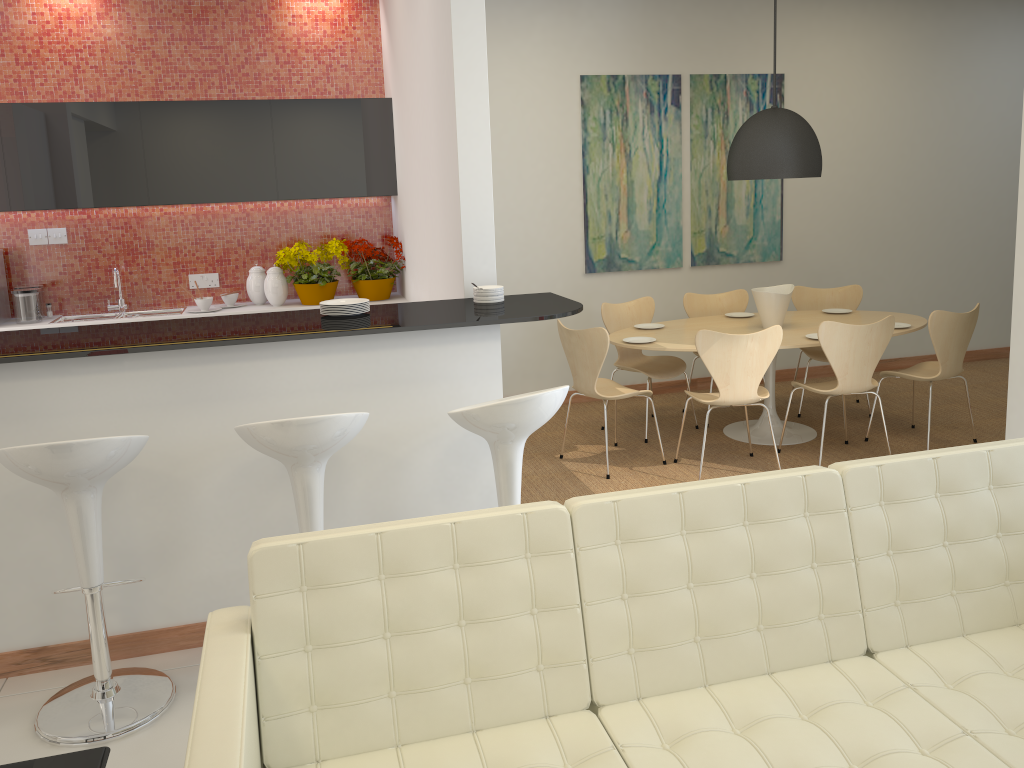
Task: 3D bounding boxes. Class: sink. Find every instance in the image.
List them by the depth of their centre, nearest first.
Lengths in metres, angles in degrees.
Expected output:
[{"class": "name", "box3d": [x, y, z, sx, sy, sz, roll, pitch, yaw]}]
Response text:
[{"class": "sink", "box3d": [-2.602, -0.505, 5.880, 0.809, 0.532, 0.420, -5, 11, -14]}]

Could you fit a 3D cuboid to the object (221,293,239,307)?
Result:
[{"class": "object", "box3d": [-1.942, -0.578, 6.099, 0.121, 0.083, 0.122, 7, 15, 40]}]

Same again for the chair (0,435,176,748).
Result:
[{"class": "chair", "box3d": [-1.415, 0.629, 2.974, 0.457, 1.011, 0.469, -3, 10, -3]}]

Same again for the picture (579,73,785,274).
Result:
[{"class": "picture", "box3d": [1.377, -1.679, 7.023, 1.740, 1.493, 0.020, -5, 10, -14]}]

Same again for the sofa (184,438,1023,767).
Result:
[{"class": "sofa", "box3d": [0.636, 0.795, 2.050, 2.567, 0.914, 1.010, -5, 12, -14]}]

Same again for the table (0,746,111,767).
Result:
[{"class": "table", "box3d": [-1.192, 1.210, 1.674, 0.701, 0.418, 0.925, -5, 12, -14]}]

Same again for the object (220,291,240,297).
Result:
[{"class": "object", "box3d": [-1.933, -0.620, 6.074, 0.008, 0.009, 0.236, 1, 13, 15]}]

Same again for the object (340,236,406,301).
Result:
[{"class": "object", "box3d": [-0.953, -0.818, 6.171, 0.505, 0.444, 0.525, -10, 14, -34]}]

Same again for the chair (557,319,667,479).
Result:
[{"class": "chair", "box3d": [0.587, 0.050, 5.475, 0.517, 0.898, 0.525, -8, 12, -30]}]

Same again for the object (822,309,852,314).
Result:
[{"class": "object", "box3d": [2.367, -0.527, 6.445, 0.211, 0.015, 0.211, -11, 16, -35]}]

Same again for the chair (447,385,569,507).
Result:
[{"class": "chair", "box3d": [-0.002, 0.491, 3.339, 0.458, 1.011, 0.468, -8, 11, -28]}]

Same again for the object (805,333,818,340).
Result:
[{"class": "object", "box3d": [1.920, -0.289, 5.460, 0.211, 0.015, 0.212, 5, 15, 31]}]

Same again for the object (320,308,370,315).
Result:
[{"class": "object", "box3d": [-0.714, -0.312, 3.792, 0.210, 0.015, 0.212, 5, 14, 29]}]

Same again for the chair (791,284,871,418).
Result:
[{"class": "chair", "box3d": [2.342, -0.255, 6.527, 0.521, 0.898, 0.521, -1, 10, 10]}]

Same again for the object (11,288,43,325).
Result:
[{"class": "object", "box3d": [-3.093, -0.497, 5.660, 0.172, 0.213, 0.174, -2, 11, 4]}]

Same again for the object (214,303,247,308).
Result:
[{"class": "object", "box3d": [-1.941, -0.539, 6.106, 0.218, 0.014, 0.221, -4, 13, -9]}]

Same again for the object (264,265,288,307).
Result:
[{"class": "object", "box3d": [-1.604, -0.669, 6.016, 0.160, 0.280, 0.161, 5, 13, 37]}]

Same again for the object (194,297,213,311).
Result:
[{"class": "object", "box3d": [-2.052, -0.530, 5.904, 0.121, 0.083, 0.122, -1, 12, 5]}]

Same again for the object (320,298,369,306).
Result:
[{"class": "object", "box3d": [-0.716, -0.346, 3.787, 0.210, 0.015, 0.212, 5, 14, 29]}]

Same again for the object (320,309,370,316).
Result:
[{"class": "object", "box3d": [-0.714, -0.305, 3.793, 0.210, 0.015, 0.212, 5, 14, 29]}]

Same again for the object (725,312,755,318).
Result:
[{"class": "object", "box3d": [1.658, -0.500, 6.448, 0.210, 0.015, 0.212, -2, 13, 3]}]

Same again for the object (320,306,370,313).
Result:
[{"class": "object", "box3d": [-0.715, -0.319, 3.791, 0.210, 0.015, 0.212, 5, 14, 29]}]

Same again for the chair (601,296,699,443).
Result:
[{"class": "chair", "box3d": [0.939, -0.125, 6.197, 0.523, 0.898, 0.518, -9, 12, -35]}]

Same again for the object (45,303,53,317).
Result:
[{"class": "object", "box3d": [-3.050, -0.487, 5.838, 0.037, 0.091, 0.037, -5, 10, -14]}]

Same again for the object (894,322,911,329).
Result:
[{"class": "object", "box3d": [2.480, -0.377, 5.755, 0.211, 0.015, 0.212, 8, 16, 39]}]

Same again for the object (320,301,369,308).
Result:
[{"class": "object", "box3d": [-0.716, -0.339, 3.788, 0.210, 0.015, 0.212, 5, 14, 29]}]

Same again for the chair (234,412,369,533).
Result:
[{"class": "chair", "box3d": [-0.709, 0.560, 3.155, 0.457, 1.011, 0.469, -3, 10, -3]}]

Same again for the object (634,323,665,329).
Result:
[{"class": "object", "box3d": [0.946, -0.395, 6.105, 0.210, 0.015, 0.212, -1, 13, 7]}]

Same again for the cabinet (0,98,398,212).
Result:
[{"class": "cabinet", "box3d": [-2.406, -1.512, 5.847, 3.246, 0.653, 0.355, -6, 11, -14]}]

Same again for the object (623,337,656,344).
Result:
[{"class": "object", "box3d": [0.804, -0.274, 5.589, 0.210, 0.015, 0.212, -1, 13, 7]}]

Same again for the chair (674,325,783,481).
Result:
[{"class": "chair", "box3d": [1.271, 0.083, 5.205, 0.521, 0.898, 0.521, -4, 10, -7]}]

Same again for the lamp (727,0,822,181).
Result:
[{"class": "lamp", "box3d": [1.678, -2.066, 5.651, 0.595, 1.479, 0.599, -4, 10, -12]}]

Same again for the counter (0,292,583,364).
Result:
[{"class": "counter", "box3d": [-1.150, -0.221, 3.561, 2.967, 0.019, 0.742, -6, 13, -14]}]

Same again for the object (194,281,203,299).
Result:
[{"class": "object", "box3d": [-2.088, -0.593, 5.943, 0.140, 0.193, 0.009, 8, 14, 44]}]

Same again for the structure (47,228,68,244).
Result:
[{"class": "structure", "box3d": [-3.047, -0.992, 5.936, 0.114, 0.103, 0.009, -5, 10, -14]}]

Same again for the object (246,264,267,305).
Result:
[{"class": "object", "box3d": [-1.757, -0.688, 6.128, 0.160, 0.280, 0.161, 5, 13, 37]}]

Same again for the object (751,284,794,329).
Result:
[{"class": "object", "box3d": [1.736, -0.514, 5.903, 0.271, 0.277, 0.263, 2, 12, 21]}]

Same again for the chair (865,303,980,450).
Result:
[{"class": "chair", "box3d": [2.629, -0.062, 5.613, 0.523, 0.898, 0.519, -8, 12, -31]}]

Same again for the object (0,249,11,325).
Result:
[{"class": "object", "box3d": [-3.626, -0.579, 5.553, 0.723, 0.466, 0.439, -5, 11, -14]}]

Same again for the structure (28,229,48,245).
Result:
[{"class": "structure", "box3d": [-3.161, -0.980, 5.904, 0.114, 0.103, 0.013, -5, 10, -14]}]

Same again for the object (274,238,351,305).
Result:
[{"class": "object", "box3d": [-1.359, -0.778, 6.064, 0.523, 0.444, 0.508, -5, 11, -12]}]

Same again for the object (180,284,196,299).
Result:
[{"class": "object", "box3d": [-2.119, -0.578, 5.887, 0.164, 0.176, 0.011, -2, 9, -1]}]

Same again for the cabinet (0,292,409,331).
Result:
[{"class": "cabinet", "box3d": [-2.118, 0.205, 5.070, 3.339, 0.975, 2.518, -5, 13, -14]}]

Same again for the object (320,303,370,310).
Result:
[{"class": "object", "box3d": [-0.715, -0.333, 3.789, 0.210, 0.015, 0.212, 5, 14, 29]}]

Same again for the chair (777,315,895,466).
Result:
[{"class": "chair", "box3d": [1.971, 0.022, 5.356, 0.522, 0.898, 0.520, -5, 11, -14]}]

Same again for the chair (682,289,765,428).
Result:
[{"class": "chair", "box3d": [1.555, -0.206, 6.449, 0.521, 0.898, 0.520, -4, 10, -10]}]

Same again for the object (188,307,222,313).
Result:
[{"class": "object", "box3d": [-2.051, -0.491, 5.910, 0.218, 0.014, 0.220, 4, 14, 25]}]

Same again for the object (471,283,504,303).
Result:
[{"class": "object", "box3d": [-0.123, -0.425, 4.029, 0.173, 0.096, 0.141, -7, 12, -21]}]

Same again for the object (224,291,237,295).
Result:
[{"class": "object", "box3d": [-1.945, -0.625, 6.100, 0.008, 0.009, 0.236, 0, 13, 10]}]

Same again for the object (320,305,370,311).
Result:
[{"class": "object", "box3d": [-0.715, -0.326, 3.790, 0.210, 0.015, 0.212, 5, 14, 29]}]

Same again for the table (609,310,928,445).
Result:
[{"class": "table", "box3d": [1.741, -0.025, 5.997, 2.264, 0.722, 1.292, -5, 12, -14]}]

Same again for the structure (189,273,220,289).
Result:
[{"class": "structure", "box3d": [-2.161, -0.723, 6.213, 0.198, 0.098, 0.017, -5, 10, -14]}]

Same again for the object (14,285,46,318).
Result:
[{"class": "object", "box3d": [-3.192, -0.541, 5.872, 0.172, 0.213, 0.174, -2, 11, 4]}]
